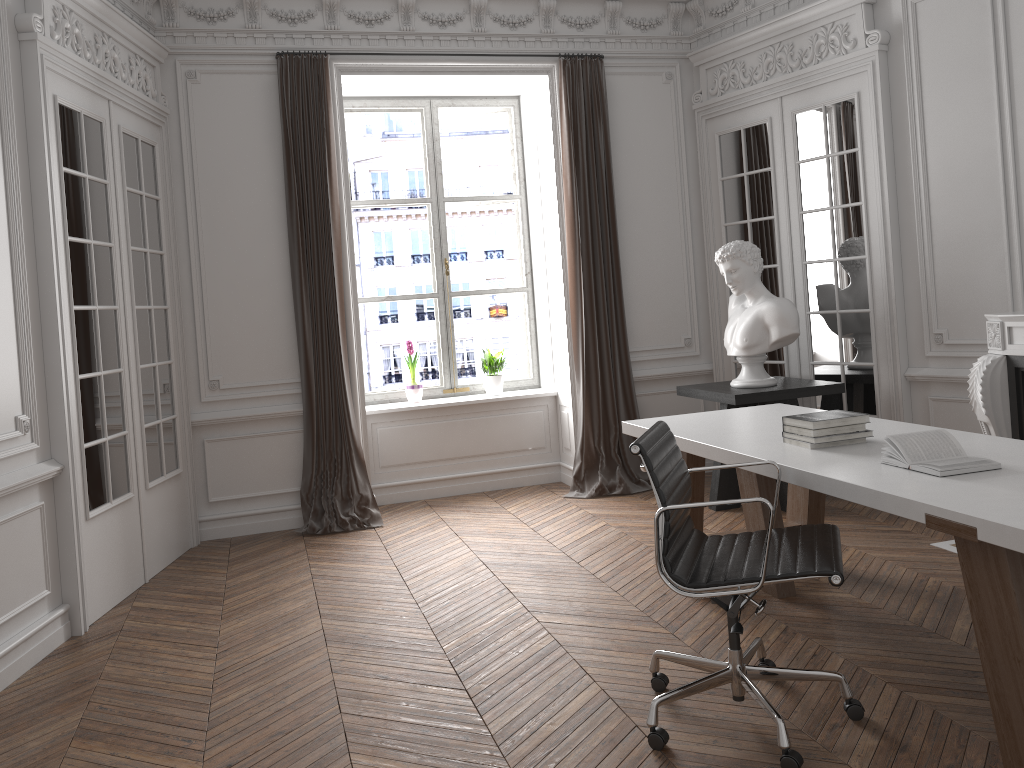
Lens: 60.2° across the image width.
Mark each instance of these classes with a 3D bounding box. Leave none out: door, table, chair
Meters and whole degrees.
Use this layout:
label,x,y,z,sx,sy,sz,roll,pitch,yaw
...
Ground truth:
label,x,y,z,sx,sy,sz,roll,pitch,yaw
door,1.910,-0.663,5.972,0.086,2.734,1.562,-4,1,-31
table,1.589,0.377,5.623,0.769,0.749,0.768,-5,3,-16
door,-2.112,-0.268,4.813,0.086,2.734,1.567,-4,2,0
table,1.363,0.602,3.265,0.902,0.748,2.626,-5,5,-16
chair,0.739,0.602,2.806,0.667,0.923,0.696,-4,2,10

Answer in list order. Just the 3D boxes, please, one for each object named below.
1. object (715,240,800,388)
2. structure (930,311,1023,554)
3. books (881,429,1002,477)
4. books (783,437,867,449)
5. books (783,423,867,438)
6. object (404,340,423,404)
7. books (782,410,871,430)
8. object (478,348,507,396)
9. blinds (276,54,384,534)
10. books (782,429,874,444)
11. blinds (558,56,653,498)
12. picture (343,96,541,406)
label,x,y,z,sx,sy,sz,roll,pitch,yaw
object,1.503,-0.448,5.556,0.393,0.923,0.634,-4,2,-16
structure,2.689,0.281,3.818,0.810,1.183,1.607,-5,3,-16
books,1.368,0.215,2.840,0.226,0.095,0.279,-5,5,-14
books,1.202,0.215,3.404,0.242,0.023,0.191,-5,5,-14
books,1.200,0.168,3.398,0.240,0.028,0.191,-6,5,-18
object,-0.741,-0.096,6.600,0.129,0.476,0.129,-4,1,34
books,1.207,0.137,3.399,0.259,0.032,0.191,-6,5,-18
object,-0.139,-0.099,6.732,0.216,0.369,0.284,-5,2,-37
blinds,-1.241,-0.616,5.735,0.581,3.101,0.310,-4,0,-11
books,1.211,0.192,3.398,0.259,0.022,0.212,-6,5,-16
blinds,0.623,-0.796,6.233,0.779,3.100,0.342,-4,1,-22
picture,0.553,-1.156,3.286,13.237,4.800,13.240,-6,5,-23
